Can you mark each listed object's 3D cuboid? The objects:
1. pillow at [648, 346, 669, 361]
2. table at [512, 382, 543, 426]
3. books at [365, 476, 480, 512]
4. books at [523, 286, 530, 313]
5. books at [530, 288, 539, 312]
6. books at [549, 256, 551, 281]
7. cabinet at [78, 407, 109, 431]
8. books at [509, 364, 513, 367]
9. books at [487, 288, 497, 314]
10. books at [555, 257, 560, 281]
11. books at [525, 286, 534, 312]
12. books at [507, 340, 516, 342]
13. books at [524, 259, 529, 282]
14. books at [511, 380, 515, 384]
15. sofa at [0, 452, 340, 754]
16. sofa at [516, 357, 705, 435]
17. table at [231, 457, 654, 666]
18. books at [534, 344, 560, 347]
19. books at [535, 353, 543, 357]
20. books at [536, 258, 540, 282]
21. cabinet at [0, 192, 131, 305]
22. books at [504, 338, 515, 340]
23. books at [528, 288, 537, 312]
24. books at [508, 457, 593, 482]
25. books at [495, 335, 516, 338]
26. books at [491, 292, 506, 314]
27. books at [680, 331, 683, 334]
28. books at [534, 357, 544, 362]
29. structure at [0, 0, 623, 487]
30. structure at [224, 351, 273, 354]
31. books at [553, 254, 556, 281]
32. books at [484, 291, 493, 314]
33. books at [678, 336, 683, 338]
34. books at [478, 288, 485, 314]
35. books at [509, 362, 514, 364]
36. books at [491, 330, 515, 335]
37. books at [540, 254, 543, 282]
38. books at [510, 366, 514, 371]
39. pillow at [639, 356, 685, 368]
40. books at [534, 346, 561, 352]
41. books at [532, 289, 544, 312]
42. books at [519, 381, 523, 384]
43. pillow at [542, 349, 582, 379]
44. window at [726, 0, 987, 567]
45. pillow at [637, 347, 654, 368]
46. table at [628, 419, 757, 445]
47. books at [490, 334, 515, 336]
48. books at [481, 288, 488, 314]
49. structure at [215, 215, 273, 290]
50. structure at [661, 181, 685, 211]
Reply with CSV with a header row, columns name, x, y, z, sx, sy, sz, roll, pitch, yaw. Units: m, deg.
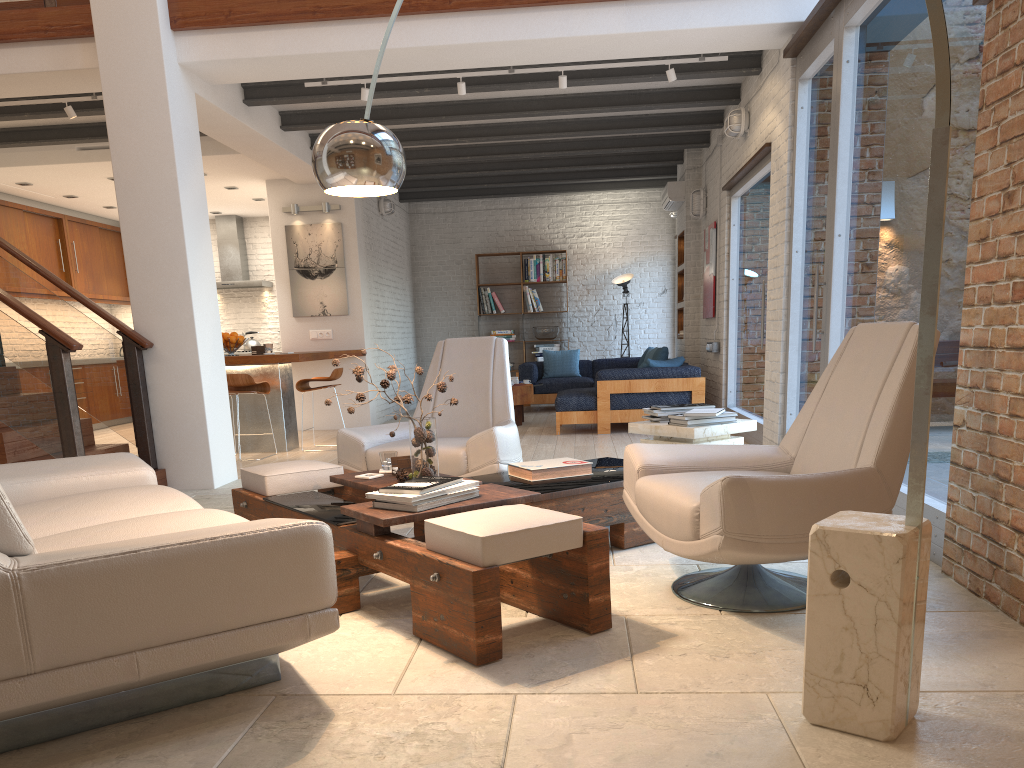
name,x,y,z,sx,sy,sz,roll,pitch,yaw
pillow,1.703,-0.237,10.325,0.255,0.427,1.179,-1,4,4
table,-0.203,0.226,10.653,1.077,0.459,1.782,-1,4,10
books,-0.326,0.414,3.332,0.248,0.076,0.393,1,5,37
books,0.223,-1.249,12.907,0.101,0.395,0.236,-1,10,4
books,0.336,-1.235,12.897,0.125,0.359,0.263,-1,9,4
books,0.558,-1.679,12.769,0.021,0.370,0.263,-1,10,4
cabinet,-4.590,-0.875,11.664,4.732,2.919,2.223,-6,10,-30
books,-0.172,-0.278,13.147,0.380,0.037,0.238,-2,3,5
books,-0.294,-1.231,12.931,0.121,0.393,0.236,-1,10,4
books,0.670,-1.669,12.758,0.055,0.340,0.246,-1,10,4
books,0.259,-1.248,12.881,0.103,0.395,0.236,-1,10,4
books,-0.132,-0.639,13.055,0.356,0.021,0.265,-2,3,5
books,0.220,-1.654,12.809,0.055,0.340,0.246,-1,10,4
books,-0.177,-0.032,10.127,0.320,0.112,0.267,1,6,37
sofa,-1.604,0.527,3.030,1.129,0.778,2.296,-7,6,-36
sofa,1.026,0.068,10.649,2.080,0.679,3.845,-2,3,4
table,-0.114,0.588,3.939,1.947,0.442,2.173,-5,4,-34
books,0.525,-0.574,13.027,0.380,0.037,0.238,-2,3,5
books,0.508,-0.439,13.034,0.326,0.057,0.248,-2,4,-1
books,0.390,-1.660,12.796,0.055,0.340,0.246,-1,10,4
cabinet,-5.898,-1.652,11.216,0.462,1.193,3.253,-1,4,4
books,-0.143,-0.667,13.043,0.379,0.037,0.238,-2,3,0
books,0.313,-1.234,12.890,0.125,0.359,0.263,-1,9,4
books,0.181,0.404,4.146,0.324,0.058,0.250,-4,4,-25
books,-0.134,-0.704,13.027,0.379,0.037,0.238,-2,3,-2
books,-0.199,-1.204,12.953,0.195,0.328,0.246,-1,9,4
books,2.156,-0.644,10.822,0.132,0.035,0.200,-1,3,15
books,0.538,-0.379,13.057,0.379,0.066,0.238,-3,4,-9
structure,-2.966,-1.344,6.488,10.157,4.260,13.486,-2,4,5
structure,-3.970,-0.464,12.693,0.812,0.033,0.574,-2,3,5
books,0.623,-1.695,12.760,0.036,0.395,0.236,-1,10,4
books,-0.346,-1.207,12.971,0.102,0.344,0.246,-1,10,4
books,2.150,-0.591,10.841,0.162,0.017,0.245,-1,3,15
books,-0.437,-1.228,12.946,0.091,0.396,0.236,-1,10,4
books,-0.159,-0.306,13.130,0.379,0.019,0.238,-2,3,-3
books,-0.129,-0.773,13.029,0.326,0.057,0.248,-2,4,7
books,0.435,-1.688,12.766,0.036,0.395,0.236,-1,10,4
books,-0.151,-0.232,13.148,0.326,0.057,0.248,-1,4,14
pillow,1.499,-0.109,9.043,0.557,0.338,0.371,-6,8,-35
books,0.532,-0.523,13.043,0.379,0.066,0.238,-2,4,-1
books,0.383,-1.227,12.881,0.158,0.339,0.246,-1,10,4
books,0.085,-0.020,11.214,0.228,0.023,0.160,-5,4,-37
pillow,0.694,-0.284,12.226,0.555,0.422,0.216,-2,11,4
window,2.175,-2.661,6.311,0.648,6.577,12.000,-1,5,4
pillow,1.819,-0.287,11.639,0.243,0.409,1.077,-2,4,3
table,1.001,0.460,4.864,0.488,0.519,0.487,-8,10,-35
books,-0.135,-0.734,13.040,0.356,0.021,0.265,-2,3,3
books,-0.399,-1.230,12.951,0.091,0.396,0.236,-1,10,4
structure,-4.013,-1.879,12.435,0.986,1.024,0.442,-2,11,5
structure,1.935,-2.253,10.491,0.200,0.225,0.793,-1,4,4
